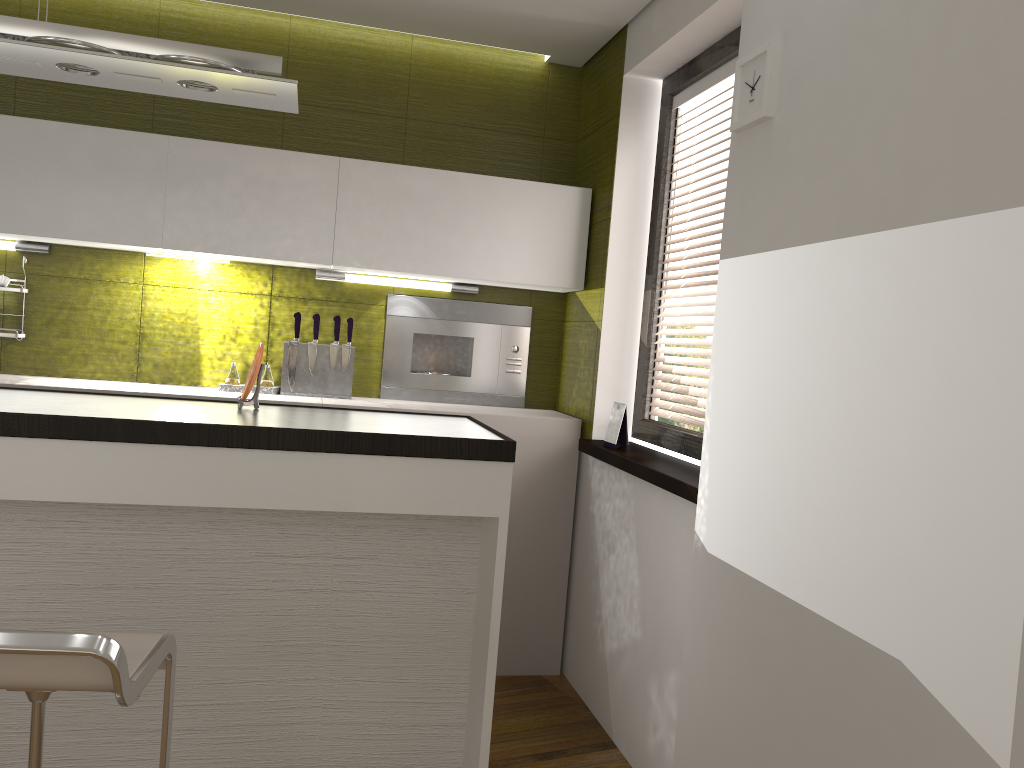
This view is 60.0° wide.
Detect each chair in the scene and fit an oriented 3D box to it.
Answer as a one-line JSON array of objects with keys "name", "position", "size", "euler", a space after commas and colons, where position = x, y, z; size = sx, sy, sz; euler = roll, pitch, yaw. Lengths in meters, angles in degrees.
[{"name": "chair", "position": [-0.891, 0.807, 1.631], "size": [0.418, 0.857, 0.460], "euler": [4, 3, -8]}]

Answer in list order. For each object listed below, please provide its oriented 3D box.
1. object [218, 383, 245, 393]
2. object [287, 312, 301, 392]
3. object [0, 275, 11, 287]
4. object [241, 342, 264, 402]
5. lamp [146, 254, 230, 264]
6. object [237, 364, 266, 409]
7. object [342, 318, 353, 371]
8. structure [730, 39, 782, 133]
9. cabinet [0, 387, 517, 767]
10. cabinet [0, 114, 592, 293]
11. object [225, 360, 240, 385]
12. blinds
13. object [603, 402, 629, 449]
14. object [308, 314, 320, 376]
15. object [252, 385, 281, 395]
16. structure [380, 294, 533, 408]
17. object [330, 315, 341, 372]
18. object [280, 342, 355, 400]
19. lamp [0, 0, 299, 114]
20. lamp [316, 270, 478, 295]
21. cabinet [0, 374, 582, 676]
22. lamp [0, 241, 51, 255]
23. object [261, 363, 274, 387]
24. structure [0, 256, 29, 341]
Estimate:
[{"name": "object", "position": [-1.169, 0.016, 3.702], "size": [0.107, 0.032, 0.107], "euler": [4, 3, -13]}, {"name": "object", "position": [-0.917, -0.134, 3.717], "size": [0.046, 0.339, 0.013], "euler": [4, 3, -13]}, {"name": "object", "position": [-2.036, -0.411, 3.549], "size": [0.046, 0.053, 0.051], "euler": [6, 3, 18]}, {"name": "object", "position": [-0.750, -0.033, 2.562], "size": [0.055, 0.178, 0.184], "euler": [4, 3, -17]}, {"name": "lamp", "position": [-1.365, -0.529, 3.740], "size": [0.334, 0.008, 0.008], "euler": [4, 3, -13]}, {"name": "object", "position": [-0.754, 0.005, 2.562], "size": [0.072, 0.131, 0.088], "euler": [4, 3, -18]}, {"name": "object", "position": [-0.701, -0.168, 3.764], "size": [0.040, 0.231, 0.013], "euler": [4, 3, -13]}, {"name": "structure", "position": [0.599, -0.730, 2.188], "size": [0.026, 0.180, 0.180], "euler": [4, 3, -13]}, {"name": "cabinet", "position": [-1.540, 0.586, 2.245], "size": [2.947, 1.134, 0.663], "euler": [4, 3, -13]}, {"name": "cabinet", "position": [-1.478, 0.048, 3.645], "size": [3.471, 2.089, 0.724], "euler": [4, 3, -13]}, {"name": "object", "position": [-1.164, -0.038, 3.700], "size": [0.059, 0.121, 0.059], "euler": [6, 3, 33]}, {"name": "blinds", "position": [3.146, -2.942, 6.378], "size": [16.000, 12.704, 9.030], "euler": [6, 3, 26]}, {"name": "object", "position": [0.403, 0.157, 3.376], "size": [0.057, 0.169, 0.106], "euler": [4, 3, -19]}, {"name": "object", "position": [-0.837, -0.166, 3.733], "size": [0.042, 0.264, 0.013], "euler": [4, 3, -13]}, {"name": "object", "position": [-1.037, 0.025, 3.746], "size": [0.107, 0.032, 0.107], "euler": [5, 3, -2]}, {"name": "structure", "position": [-0.246, -0.141, 4.014], "size": [0.663, 0.469, 0.015], "euler": [4, 3, -13]}, {"name": "object", "position": [-0.750, -0.170, 3.753], "size": [0.036, 0.243, 0.013], "euler": [4, 3, -13]}, {"name": "object", "position": [-0.828, -0.056, 3.784], "size": [0.293, 0.227, 0.107], "euler": [4, 3, -13]}, {"name": "lamp", "position": [-1.364, -1.162, 2.185], "size": [1.677, 0.683, 0.326], "euler": [4, 3, -13]}, {"name": "lamp", "position": [-0.497, -0.446, 3.901], "size": [0.716, 0.041, 0.095], "euler": [4, 3, -14]}, {"name": "cabinet", "position": [-1.233, 0.574, 3.609], "size": [2.940, 1.086, 0.465], "euler": [4, 3, -13]}, {"name": "lamp", "position": [-2.227, -0.571, 3.524], "size": [0.715, 0.041, 0.041], "euler": [4, 3, -13]}, {"name": "object", "position": [-1.033, -0.029, 3.743], "size": [0.059, 0.121, 0.059], "euler": [7, 4, 44]}, {"name": "structure", "position": [-2.082, -0.352, 3.532], "size": [0.266, 0.346, 0.110], "euler": [4, 3, -13]}]
